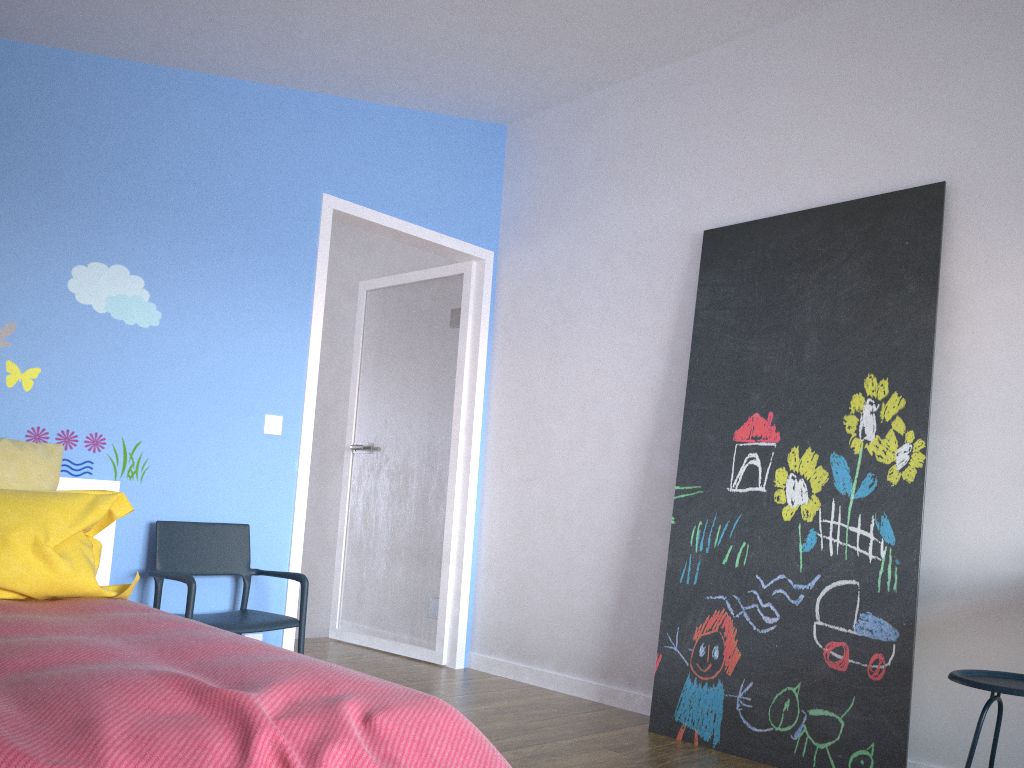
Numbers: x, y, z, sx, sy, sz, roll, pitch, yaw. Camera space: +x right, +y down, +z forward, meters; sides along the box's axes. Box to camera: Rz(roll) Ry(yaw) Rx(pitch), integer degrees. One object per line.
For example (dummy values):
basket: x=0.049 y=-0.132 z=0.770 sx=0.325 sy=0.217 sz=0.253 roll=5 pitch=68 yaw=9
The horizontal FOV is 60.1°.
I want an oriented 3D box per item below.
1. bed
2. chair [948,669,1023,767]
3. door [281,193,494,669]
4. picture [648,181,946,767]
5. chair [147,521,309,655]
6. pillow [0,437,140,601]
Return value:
bed: x=-1.205 y=0.580 z=1.828 sx=1.935 sy=0.807 sz=2.320 roll=11 pitch=-11 yaw=-44
chair: x=1.296 y=0.998 z=2.278 sx=0.366 sy=0.459 sz=0.325 roll=10 pitch=-8 yaw=-44
door: x=-0.883 y=0.316 z=4.504 sx=1.037 sy=2.118 sz=0.999 roll=9 pitch=-8 yaw=-44
picture: x=0.996 y=0.321 z=3.188 sx=0.208 sy=2.009 sz=0.958 roll=9 pitch=-7 yaw=-44
chair: x=-1.084 y=0.862 z=3.288 sx=0.417 sy=0.671 sz=0.515 roll=-1 pitch=-8 yaw=42
pillow: x=-1.747 y=0.320 z=2.400 sx=1.351 sy=0.529 sz=0.680 roll=11 pitch=-10 yaw=-43
